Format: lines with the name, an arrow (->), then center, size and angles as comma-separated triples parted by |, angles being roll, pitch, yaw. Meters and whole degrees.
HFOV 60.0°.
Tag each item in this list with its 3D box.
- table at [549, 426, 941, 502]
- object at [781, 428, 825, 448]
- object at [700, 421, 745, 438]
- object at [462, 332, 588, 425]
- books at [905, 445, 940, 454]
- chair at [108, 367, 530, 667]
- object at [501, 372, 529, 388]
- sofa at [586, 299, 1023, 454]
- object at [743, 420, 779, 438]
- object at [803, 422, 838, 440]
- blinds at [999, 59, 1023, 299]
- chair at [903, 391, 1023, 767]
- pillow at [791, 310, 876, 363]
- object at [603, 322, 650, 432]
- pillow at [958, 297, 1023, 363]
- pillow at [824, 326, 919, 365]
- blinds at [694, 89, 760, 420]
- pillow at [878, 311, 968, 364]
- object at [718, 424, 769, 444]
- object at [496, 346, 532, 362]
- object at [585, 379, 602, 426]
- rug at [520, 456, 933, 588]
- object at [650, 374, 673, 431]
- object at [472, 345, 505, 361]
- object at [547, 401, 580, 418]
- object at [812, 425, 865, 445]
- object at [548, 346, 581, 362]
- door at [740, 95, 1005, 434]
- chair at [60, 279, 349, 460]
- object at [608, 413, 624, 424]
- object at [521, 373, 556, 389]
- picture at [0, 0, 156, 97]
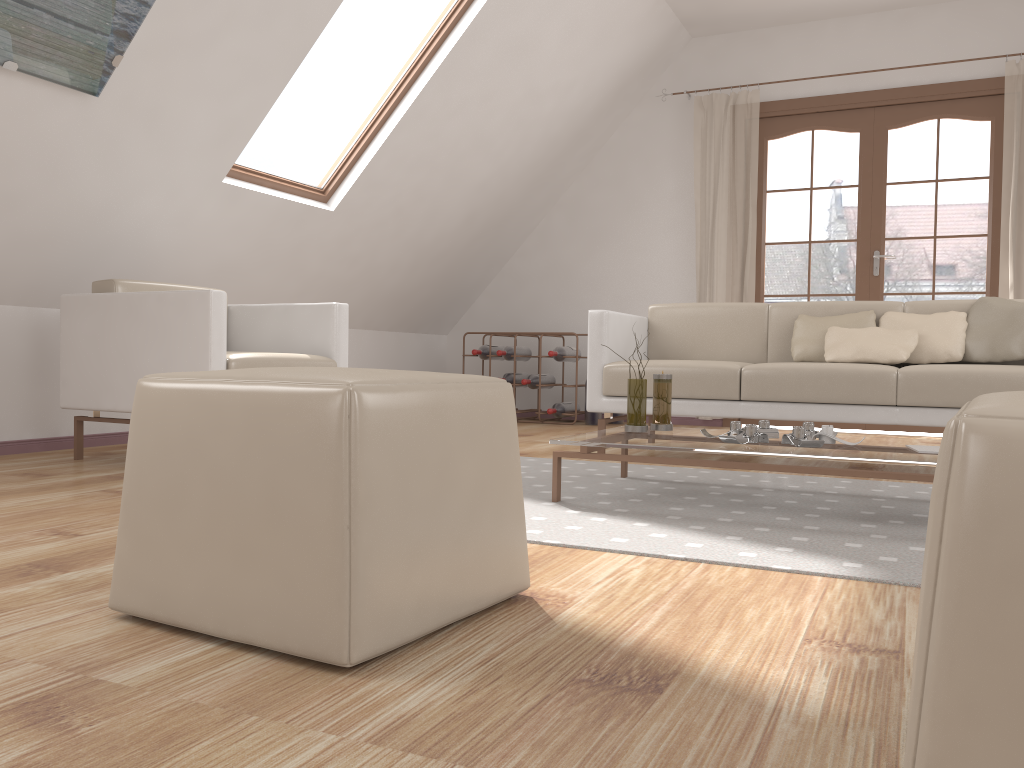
table -> 0.788, 0.264, 2.613 | 1.173, 0.190, 0.730 | 2, 2, 25
object -> 0.805, 0.147, 2.456 | 0.064, 0.051, 0.143 | 1, 1, -5
object -> 0.647, 0.138, 2.684 | 0.143, 0.052, 0.064 | 2, 2, 25
object -> 0.106, -0.048, 6.113 | 0.854, 0.608, 0.417 | 2, 2, 25
books -> 1.216, 0.179, 2.372 | 0.280, 0.005, 0.192 | 1, 2, 17
chair -> -0.295, 0.169, 1.472 | 0.506, 0.394, 0.506 | 2, 2, 30
object -> 0.001, -0.025, 6.116 | 0.109, 0.109, 0.435 | 2, 2, 25
sofa -> 1.335, -0.014, 3.756 | 1.880, 0.706, 0.820 | 2, 2, 25
object -> 0.779, 0.138, 2.776 | 0.064, 0.052, 0.143 | 1, 1, -5
object -> 0.924, 0.142, 2.707 | 0.143, 0.052, 0.064 | 0, 2, -35
blinds -> 2.992, -0.782, 4.995 | 0.424, 2.129, 0.123 | 2, 2, 20
chair -> 0.633, 0.203, 0.768 | 0.506, 0.394, 0.506 | 2, 2, 29
pillow -> 1.391, -0.206, 3.841 | 0.351, 0.235, 0.185 | 2, 2, 29
object -> 0.395, -0.026, 2.858 | 0.184, 0.359, 0.123 | 0, 2, -23
pillow -> 1.963, -0.221, 3.517 | 0.269, 0.276, 0.424 | 1, 2, -15
pillow -> 1.463, -0.157, 3.642 | 0.363, 0.170, 0.227 | 2, 2, 30
blinds -> 1.382, -0.828, 5.798 | 0.423, 2.130, 0.120 | 2, 2, 23
pillow -> 1.697, -0.196, 3.692 | 0.351, 0.225, 0.196 | 2, 2, 30
object -> 0.660, 0.142, 2.524 | 0.143, 0.052, 0.064 | 0, 2, -35
object -> 0.004, -0.210, 6.114 | 0.109, 0.109, 0.435 | 2, 2, 25
object -> 0.539, 0.056, 5.849 | 0.115, 0.443, 0.120 | 2, 2, 20
rug -> 0.723, 0.355, 2.572 | 2.800, 0.007, 1.600 | 2, 2, 25
object -> 0.497, 0.060, 2.936 | 0.075, 0.185, 0.075 | 0, 2, -33
object -> -0.164, -0.218, 6.188 | 0.110, 0.110, 0.439 | 2, 2, 25
object -> 0.335, 0.176, 5.962 | 0.109, 0.109, 0.435 | 2, 2, 25
object -> 0.937, 0.147, 2.547 | 0.143, 0.052, 0.064 | 2, 2, 25
object -> 0.342, -0.200, 5.954 | 0.109, 0.109, 0.435 | 2, 2, 25
door -> 2.221, -0.712, 5.505 | 1.546, 2.001, 0.098 | 2, 2, 25
chair -> -1.194, -0.053, 3.525 | 0.820, 0.706, 0.748 | 2, 2, 28
object -> 0.705, 0.055, 6.002 | 0.115, 0.443, 0.120 | 2, 2, 20
object -> 0.169, -0.017, 6.037 | 0.109, 0.109, 0.435 | 2, 2, 25
picture -> -1.272, -1.355, 2.650 | 0.683, 0.738, 0.650 | 2, 2, 25
